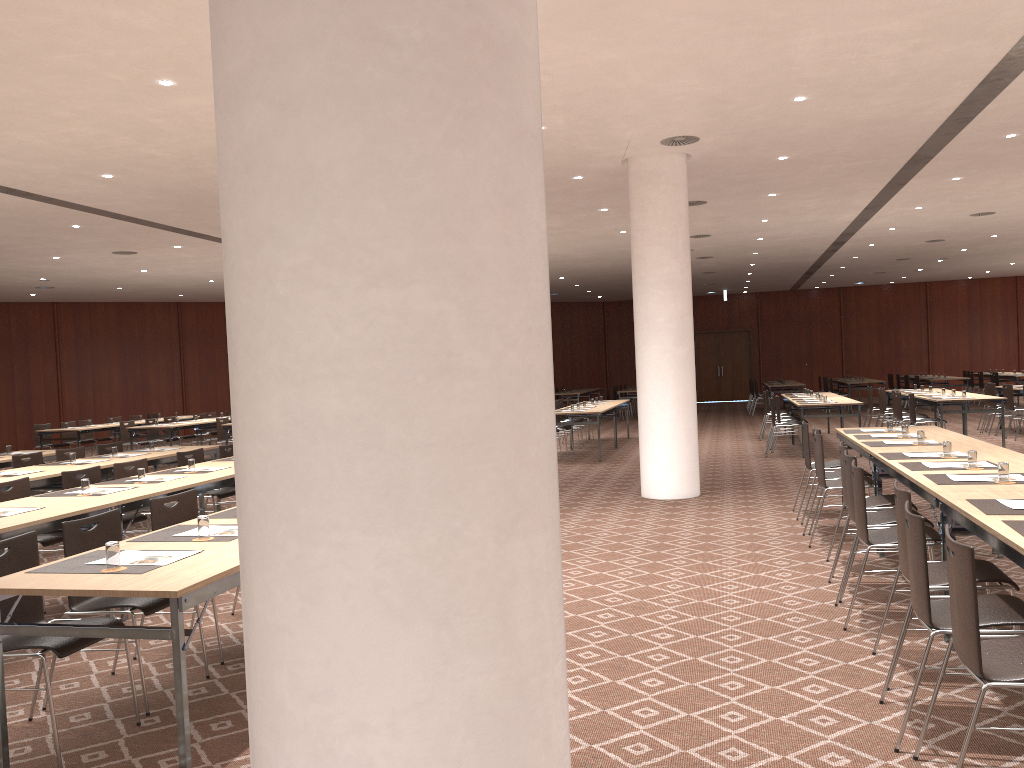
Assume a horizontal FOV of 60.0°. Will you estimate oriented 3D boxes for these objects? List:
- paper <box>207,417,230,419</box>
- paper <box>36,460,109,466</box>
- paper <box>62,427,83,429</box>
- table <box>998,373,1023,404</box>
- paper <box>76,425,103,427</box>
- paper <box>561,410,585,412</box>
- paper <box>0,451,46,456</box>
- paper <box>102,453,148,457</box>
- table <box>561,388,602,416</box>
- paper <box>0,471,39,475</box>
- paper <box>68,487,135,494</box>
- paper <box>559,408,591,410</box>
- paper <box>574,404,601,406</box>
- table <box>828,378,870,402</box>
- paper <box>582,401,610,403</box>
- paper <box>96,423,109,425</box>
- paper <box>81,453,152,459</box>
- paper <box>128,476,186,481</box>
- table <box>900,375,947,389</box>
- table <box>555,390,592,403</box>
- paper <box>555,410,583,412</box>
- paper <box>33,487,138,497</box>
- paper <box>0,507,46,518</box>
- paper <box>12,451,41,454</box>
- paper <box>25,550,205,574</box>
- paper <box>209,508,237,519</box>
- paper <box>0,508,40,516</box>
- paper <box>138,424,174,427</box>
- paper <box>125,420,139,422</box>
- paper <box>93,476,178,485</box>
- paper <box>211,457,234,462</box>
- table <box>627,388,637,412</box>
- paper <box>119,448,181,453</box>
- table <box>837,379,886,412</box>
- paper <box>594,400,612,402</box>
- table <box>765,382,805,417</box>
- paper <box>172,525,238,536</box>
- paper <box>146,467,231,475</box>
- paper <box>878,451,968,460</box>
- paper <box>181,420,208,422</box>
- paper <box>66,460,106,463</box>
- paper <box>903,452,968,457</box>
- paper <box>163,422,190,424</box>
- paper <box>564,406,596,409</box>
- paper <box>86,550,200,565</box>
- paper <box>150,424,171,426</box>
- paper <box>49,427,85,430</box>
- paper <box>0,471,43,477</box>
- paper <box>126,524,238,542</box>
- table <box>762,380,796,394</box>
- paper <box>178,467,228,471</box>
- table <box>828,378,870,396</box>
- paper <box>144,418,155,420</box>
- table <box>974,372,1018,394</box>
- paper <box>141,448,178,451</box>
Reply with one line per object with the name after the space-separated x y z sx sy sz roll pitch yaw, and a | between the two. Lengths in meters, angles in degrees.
-6.269 0.730 19.226 0.565 0.003 0.460 -2 1 14 | paper
-4.570 0.822 9.259 0.565 0.003 0.460 -2 1 14 | paper
-8.664 0.866 17.505 0.398 0.006 0.283 -2 1 14 | paper
13.420 0.168 23.296 0.953 0.833 2.266 -2 1 14 | table
-8.620 0.858 18.107 0.565 0.003 0.460 -2 1 17 | paper
1.049 0.457 15.171 0.398 0.006 0.283 -2 1 13 | paper
-6.199 0.868 11.015 0.565 0.003 0.460 -2 1 14 | paper
-4.333 0.796 9.935 0.398 0.006 0.283 -2 1 16 | paper
2.257 0.598 28.339 0.953 0.833 2.266 -2 1 14 | table
-4.706 0.840 8.387 0.398 0.006 0.283 -2 1 16 | paper
-3.081 0.795 6.620 0.398 0.006 0.283 -2 1 16 | paper
1.106 0.448 15.785 0.565 0.003 0.460 -2 1 16 | paper
1.477 0.404 17.323 0.565 0.003 0.460 -2 1 14 | paper
10.068 0.269 26.444 0.953 0.833 2.266 -2 1 14 | table
1.791 0.368 18.604 0.565 0.003 0.460 -2 1 13 | paper
-8.436 0.838 18.754 0.565 0.003 0.460 -2 1 14 | paper
-4.411 0.804 9.897 0.565 0.003 0.460 -2 1 16 | paper
-2.917 0.776 7.277 0.398 0.006 0.283 -2 1 13 | paper
12.010 0.187 25.973 0.953 0.833 2.266 -2 1 14 | table
1.725 0.660 26.134 0.953 0.833 2.266 -2 1 14 | table
0.958 0.466 15.155 0.565 0.003 0.460 -2 1 13 | paper
-3.166 0.803 6.607 0.565 0.003 0.460 -2 1 13 | paper
-3.389 0.830 5.670 0.565 0.003 0.460 -2 1 13 | paper
-6.124 0.859 11.066 0.398 0.006 0.283 -2 1 15 | paper
-1.741 0.783 3.921 0.565 0.003 0.460 -2 1 13 | paper
-1.440 0.747 5.206 0.565 0.003 0.460 -2 1 13 | paper
-3.289 0.820 5.700 0.398 0.006 0.283 -2 1 13 | paper
-6.788 0.792 17.032 0.565 0.003 0.460 -2 1 12 | paper
-8.232 0.813 19.667 0.565 0.003 0.460 -2 1 16 | paper
-3.027 0.786 7.241 0.565 0.003 0.460 -2 1 10 | paper
-2.615 0.740 8.822 0.565 0.003 0.460 -2 1 14 | paper
4.199 0.516 27.868 0.953 0.833 2.266 -2 1 14 | table
-4.277 0.787 10.554 0.565 0.003 0.460 -2 1 13 | paper
9.536 0.332 24.239 0.953 0.833 2.266 -2 1 14 | table
1.888 0.360 18.607 0.398 0.006 0.283 -2 1 15 | paper
7.594 0.413 24.710 0.953 0.833 2.266 -2 1 14 | table
-1.496 0.757 4.583 0.398 0.006 0.283 -2 1 14 | paper
-2.848 0.767 7.842 0.565 0.003 0.460 -2 1 12 | paper
3.003 0.521 6.457 0.565 0.003 0.460 -2 1 14 | paper
-6.489 0.757 18.265 0.565 0.003 0.460 -2 1 16 | paper
-4.481 0.814 9.306 0.398 0.006 0.283 -2 1 13 | paper
3.086 0.513 6.464 0.398 0.006 0.283 -2 1 12 | paper
-6.680 0.776 17.638 0.565 0.003 0.460 -2 1 13 | paper
1.268 0.430 16.385 0.565 0.003 0.460 -2 1 11 | paper
-1.640 0.774 3.959 0.398 0.006 0.283 -2 1 13 | paper
-6.748 0.786 17.027 0.398 0.006 0.283 -2 1 16 | paper
-8.735 0.873 17.503 0.565 0.003 0.460 -2 1 12 | paper
-4.779 0.848 8.317 0.565 0.003 0.460 -2 1 13 | paper
-1.594 0.765 4.568 0.565 0.003 0.460 -2 1 12 | paper
8.125 0.351 26.915 0.953 0.833 2.266 -2 1 14 | table
-2.760 0.758 7.903 0.398 0.006 0.283 -2 1 14 | paper
10.068 0.269 26.444 0.953 0.833 2.266 -2 1 14 | table
-8.057 0.794 20.310 0.565 0.003 0.460 -2 1 14 | paper
13.952 0.106 25.502 0.953 0.833 2.266 -2 1 14 | table
-4.197 0.779 10.564 0.398 0.006 0.283 -2 1 13 | paper
